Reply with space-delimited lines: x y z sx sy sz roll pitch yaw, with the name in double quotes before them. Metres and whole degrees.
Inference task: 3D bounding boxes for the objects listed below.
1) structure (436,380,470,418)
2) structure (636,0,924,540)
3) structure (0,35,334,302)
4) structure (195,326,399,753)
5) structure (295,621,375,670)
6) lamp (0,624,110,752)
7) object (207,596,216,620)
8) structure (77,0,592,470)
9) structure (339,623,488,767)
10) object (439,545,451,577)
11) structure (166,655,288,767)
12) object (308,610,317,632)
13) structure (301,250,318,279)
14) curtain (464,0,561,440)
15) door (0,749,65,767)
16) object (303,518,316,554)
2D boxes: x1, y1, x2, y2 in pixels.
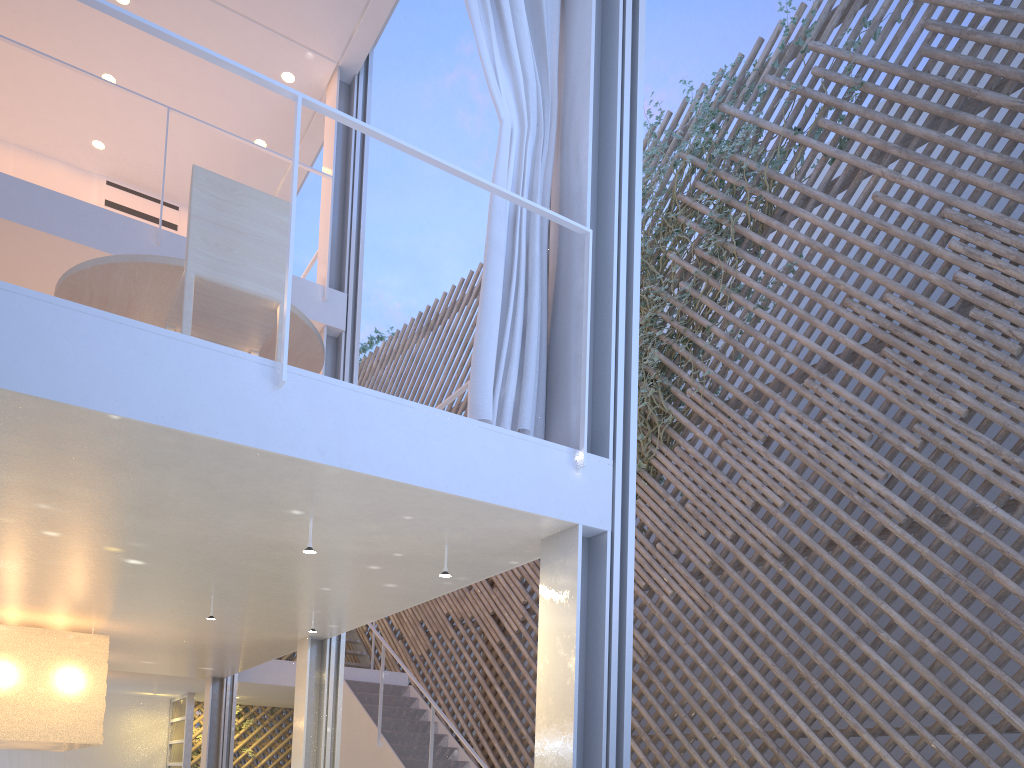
"structure" -0.285 0.362 2.731 0.028 0.504 1.828 5 -22 -30
"structure" 0.876 -0.270 4.106 0.762 2.499 2.482 7 -15 -38
"structure" -0.589 -0.291 1.382 1.772 3.023 3.913 8 -18 -30
"structure" -2.358 1.914 8.091 1.139 4.152 3.501 6 -14 -32
"structure" -1.615 1.499 6.607 0.549 1.732 1.324 7 -13 -36
"lamp" -2.334 1.551 3.990 0.461 0.384 2.481 11 -26 -28
"object" -0.971 0.724 2.665 0.029 0.073 0.030 5 -8 -20
"structure" -0.062 0.024 0.804 1.405 1.637 1.534 10 -17 -30
"structure" -0.702 1.995 4.752 1.224 1.794 2.074 10 -18 -36
"object" -1.361 0.885 2.261 1.736 0.742 1.972 16 -27 -30
"structure" -2.408 2.983 6.963 1.174 1.840 0.303 9 -8 -32
"object" -0.686 0.818 2.841 0.029 0.073 0.030 5 -8 -20
"structure" -1.220 -0.184 4.407 0.028 0.504 1.830 5 -22 -30
"curtain" -0.094 -1.039 1.874 0.526 2.232 0.100 6 -6 -35
"door" -2.675 1.690 3.526 0.485 1.064 6.040 4 -25 -18
"object" -0.445 0.334 1.818 0.029 0.073 0.030 5 -8 -20
